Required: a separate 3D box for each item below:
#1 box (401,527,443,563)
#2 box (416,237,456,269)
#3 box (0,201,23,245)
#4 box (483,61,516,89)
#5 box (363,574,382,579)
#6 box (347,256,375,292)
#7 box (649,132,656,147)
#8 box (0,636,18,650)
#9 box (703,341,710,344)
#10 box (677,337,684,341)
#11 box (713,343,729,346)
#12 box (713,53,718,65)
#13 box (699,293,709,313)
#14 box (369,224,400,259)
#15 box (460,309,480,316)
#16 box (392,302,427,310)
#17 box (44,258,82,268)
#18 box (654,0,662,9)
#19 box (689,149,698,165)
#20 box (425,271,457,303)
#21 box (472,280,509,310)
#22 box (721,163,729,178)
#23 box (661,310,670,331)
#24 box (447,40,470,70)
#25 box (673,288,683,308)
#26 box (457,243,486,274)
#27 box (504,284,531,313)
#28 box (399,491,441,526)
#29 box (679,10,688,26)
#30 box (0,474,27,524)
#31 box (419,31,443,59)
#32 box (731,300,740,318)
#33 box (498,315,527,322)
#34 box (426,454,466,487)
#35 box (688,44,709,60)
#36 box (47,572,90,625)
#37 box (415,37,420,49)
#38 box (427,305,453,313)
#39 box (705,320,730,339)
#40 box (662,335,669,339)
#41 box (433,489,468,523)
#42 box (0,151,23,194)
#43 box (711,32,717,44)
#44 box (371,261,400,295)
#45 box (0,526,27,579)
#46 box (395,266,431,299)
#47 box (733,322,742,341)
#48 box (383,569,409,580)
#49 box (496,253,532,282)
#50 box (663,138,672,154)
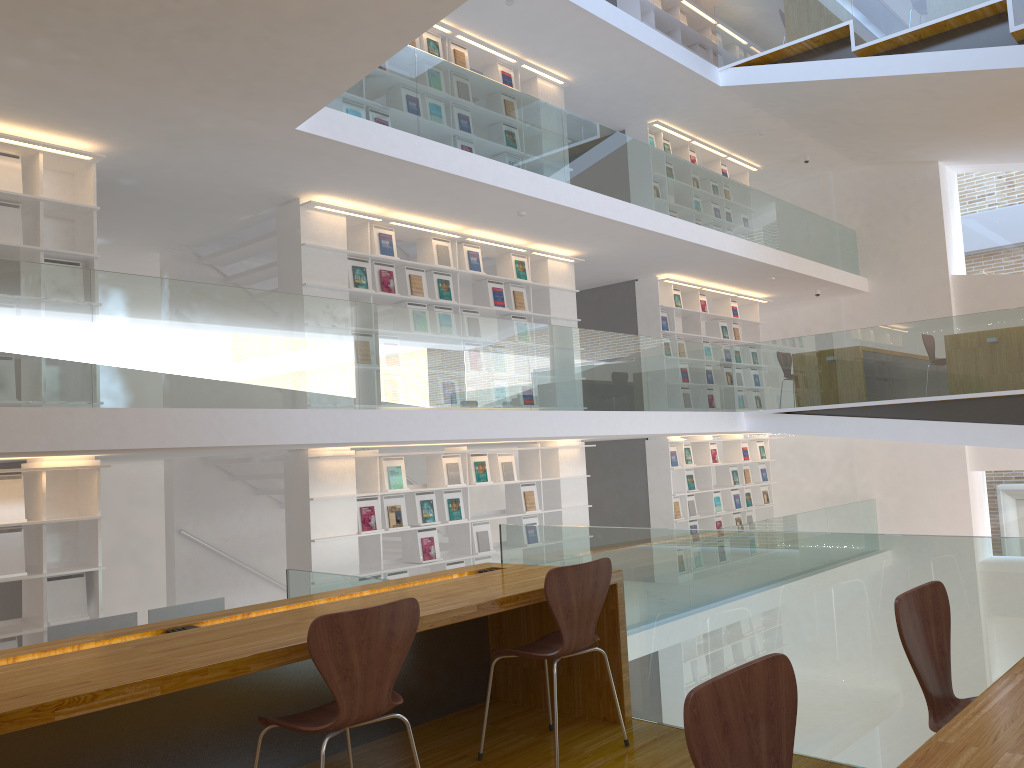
[{"bbox_3d":[-0.816,1.453,8.030,0.274,0.296,0.245,-7,-6,41],"label":"box"},{"bbox_3d":[-0.727,-1.236,8.511,0.274,0.296,0.245,-7,-6,41],"label":"box"},{"bbox_3d":[-3.298,-1.006,5.667,0.274,0.296,0.245,-7,-6,41],"label":"box"},{"bbox_3d":[-0.122,-3.245,9.481,0.274,0.296,0.245,-7,-6,41],"label":"box"},{"bbox_3d":[-1.239,1.769,7.506,0.274,0.296,0.245,-7,-6,41],"label":"box"},{"bbox_3d":[-1.384,-0.937,7.726,0.274,0.296,0.245,-7,-6,41],"label":"box"},{"bbox_3d":[1.747,-3.162,11.677,0.274,0.296,0.245,-7,-6,41],"label":"box"},{"bbox_3d":[-3.181,1.699,5.415,0.274,0.296,0.245,-7,-6,41],"label":"box"},{"bbox_3d":[2.617,-0.443,12.275,0.274,0.296,0.245,-7,-6,41],"label":"box"},{"bbox_3d":[2.153,-0.461,11.753,0.274,0.296,0.245,-7,-6,41],"label":"box"},{"bbox_3d":[2.974,-0.428,12.677,0.274,0.296,0.245,-7,-6,41],"label":"box"},{"bbox_3d":[2.985,-4.788,13.307,0.274,0.296,0.245,-7,-6,41],"label":"box"},{"bbox_3d":[2.570,-1.098,12.311,0.274,0.296,0.245,-7,-6,41],"label":"box"},{"bbox_3d":[-1.199,-1.256,7.980,0.274,0.296,0.245,-7,-6,41],"label":"box"},{"bbox_3d":[-0.455,-0.572,8.725,0.274,0.296,0.245,-7,-6,41],"label":"box"},{"bbox_3d":[-0.925,-0.592,8.195,0.274,0.296,0.245,-7,-6,41],"label":"box"},{"bbox_3d":[-3.031,-0.669,5.920,0.274,0.296,0.245,-7,-6,41],"label":"box"},{"bbox_3d":[1.905,-5.157,12.138,0.274,0.296,0.245,-7,-6,41],"label":"box"},{"bbox_3d":[2.463,-3.135,12.479,0.274,0.296,0.245,-7,-6,41],"label":"box"},{"bbox_3d":[-0.714,-0.909,8.479,0.274,0.296,0.245,-7,-6,41],"label":"box"},{"bbox_3d":[-0.219,-0.892,9.037,0.274,0.296,0.245,-7,-6,41],"label":"box"},{"bbox_3d":[3.073,-3.109,13.169,0.274,0.296,0.245,-7,-6,41],"label":"box"},{"bbox_3d":[1.882,-0.798,11.494,0.274,0.296,0.245,-7,-6,41],"label":"box"},{"bbox_3d":[-0.586,-3.264,8.958,0.274,0.296,0.245,-7,-6,41],"label":"box"},{"bbox_3d":[2.118,-1.115,11.806,0.274,0.296,0.245,-7,-6,41],"label":"box"},{"bbox_3d":[-0.450,-1.226,8.823,0.274,0.296,0.245,-7,-6,41],"label":"box"},{"bbox_3d":[0.007,-0.880,9.291,0.274,0.296,0.245,-7,-6,41],"label":"box"},{"bbox_3d":[-0.837,1.126,8.052,0.274,0.296,0.245,-7,-6,41],"label":"box"},{"bbox_3d":[2.357,-5.141,12.644,0.274,0.296,0.245,-7,-6,41],"label":"box"},{"bbox_3d":[-3.206,0.719,5.526,0.274,0.296,0.245,-7,-6,41],"label":"box"},{"bbox_3d":[-0.834,-3.273,8.679,0.274,0.296,0.245,-7,-6,41],"label":"box"},{"bbox_3d":[3.180,-1.072,13.001,0.274,0.296,0.245,-7,-6,41],"label":"box"},{"bbox_3d":[0.026,-0.553,9.266,0.274,0.296,0.245,-7,-6,41],"label":"box"},{"bbox_3d":[-0.619,0.815,8.342,0.274,0.296,0.245,-7,-6,41],"label":"box"},{"bbox_3d":[2.744,-4.797,13.037,0.274,0.296,0.245,-7,-6,41],"label":"box"},{"bbox_3d":[-2.923,1.382,5.751,0.274,0.296,0.245,-7,-6,41],"label":"box"},{"bbox_3d":[-1.038,-3.282,8.449,0.274,0.296,0.245,-7,-6,41],"label":"box"},{"bbox_3d":[-0.700,-0.582,8.449,0.274,0.296,0.245,-7,-6,41],"label":"box"},{"bbox_3d":[2.957,-0.755,12.704,0.274,0.296,0.245,-7,-6,41],"label":"box"},{"bbox_3d":[1.904,-0.471,11.472,0.274,0.296,0.245,-7,-6,41],"label":"box"},{"bbox_3d":[-0.607,1.142,8.310,0.274,0.296,0.245,-7,-6,41],"label":"box"},{"bbox_3d":[-3.314,-1.332,5.695,0.274,0.296,0.245,-7,-6,41],"label":"box"},{"bbox_3d":[2.967,-5.115,13.334,0.274,0.296,0.245,-7,-6,41],"label":"box"},{"bbox_3d":[-1.191,-0.927,7.962,0.274,0.296,0.245,-7,-6,41],"label":"box"},{"bbox_3d":[-3.190,1.045,5.498,0.274,0.296,0.245,-7,-6,41],"label":"box"},{"bbox_3d":[-0.944,-0.918,8.221,0.274,0.296,0.245,-7,-6,41],"label":"box"},{"bbox_3d":[3.197,-0.746,12.974,0.274,0.296,0.245,-7,-6,41],"label":"box"},{"bbox_3d":[-1.042,1.777,7.727,0.274,0.296,0.245,-7,-6,41],"label":"box"},{"bbox_3d":[0.023,-1.207,9.355,0.274,0.296,0.245,-7,-6,41],"label":"box"},{"bbox_3d":[2.010,-3.152,11.973,0.274,0.296,0.245,-7,-6,41],"label":"box"}]
